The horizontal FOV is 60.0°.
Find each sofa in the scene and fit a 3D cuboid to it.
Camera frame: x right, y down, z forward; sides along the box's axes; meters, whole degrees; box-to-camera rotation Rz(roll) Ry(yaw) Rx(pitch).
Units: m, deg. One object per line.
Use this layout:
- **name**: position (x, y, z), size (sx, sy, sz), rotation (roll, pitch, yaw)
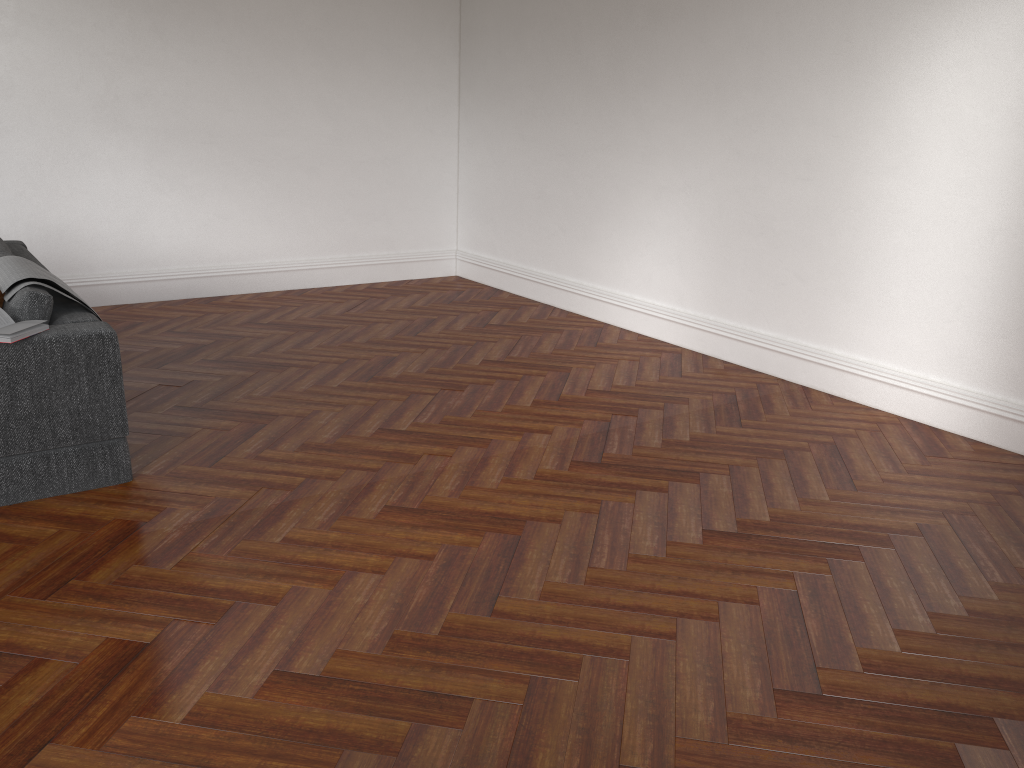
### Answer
- **sofa**: position (-2.816, -0.205, 4.233), size (1.259, 0.834, 2.633), rotation (-10, 21, -34)

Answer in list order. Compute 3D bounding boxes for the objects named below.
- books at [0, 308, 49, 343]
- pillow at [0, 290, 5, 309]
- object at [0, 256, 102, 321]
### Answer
- **books**: position (-1.929, -0.234, 3.304), size (0.278, 0.096, 0.223), rotation (4, 17, 6)
- **pillow**: position (-2.220, -0.158, 3.483), size (0.330, 0.399, 0.467), rotation (3, 18, 2)
- **object**: position (-2.068, -0.345, 3.961), size (0.399, 0.390, 0.748), rotation (-10, 21, -34)
